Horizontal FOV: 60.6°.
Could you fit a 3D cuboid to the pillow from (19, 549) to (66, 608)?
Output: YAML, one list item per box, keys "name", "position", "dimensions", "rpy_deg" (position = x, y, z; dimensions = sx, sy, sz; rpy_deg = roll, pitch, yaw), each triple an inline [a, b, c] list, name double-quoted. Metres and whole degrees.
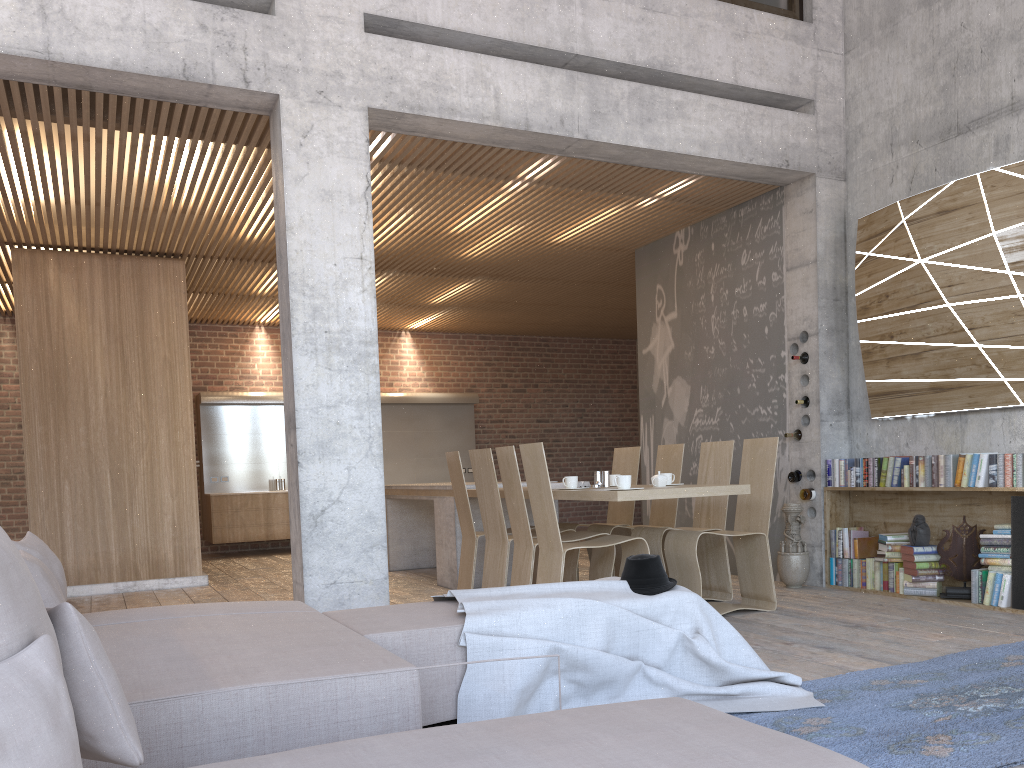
- name: "pillow"
  position: [-1.720, 0.777, 3.200]
  dimensions: [0.186, 0.359, 0.371]
  rpy_deg: [-3, -1, -26]

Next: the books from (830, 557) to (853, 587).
- name: "books"
  position: [2.643, 1.485, 6.965]
  dimensions: [0.204, 0.221, 0.274]
  rpy_deg: [-2, -2, -26]

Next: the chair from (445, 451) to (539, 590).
- name: "chair"
  position: [-0.110, 1.124, 6.953]
  dimensions: [0.720, 1.198, 0.348]
  rpy_deg: [-2, 2, -20]

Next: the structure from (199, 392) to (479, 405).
- name: "structure"
  position: [-2.393, 0.212, 12.775]
  dimensions: [4.070, 0.157, 0.209]
  rpy_deg: [1, -3, -25]

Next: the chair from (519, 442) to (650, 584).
- name: "chair"
  position: [0.466, 0.963, 5.546]
  dimensions: [0.720, 1.198, 0.348]
  rpy_deg: [-2, 2, -22]

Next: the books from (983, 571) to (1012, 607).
- name: "books"
  position: [3.231, 1.339, 5.747]
  dimensions: [0.189, 0.229, 0.200]
  rpy_deg: [-2, -1, -26]

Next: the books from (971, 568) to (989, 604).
- name: "books"
  position: [3.178, 1.355, 5.894]
  dimensions: [0.204, 0.221, 0.074]
  rpy_deg: [-2, 2, -25]

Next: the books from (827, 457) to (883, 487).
- name: "books"
  position: [2.686, 0.686, 6.793]
  dimensions: [0.214, 0.220, 0.492]
  rpy_deg: [-2, -4, -26]

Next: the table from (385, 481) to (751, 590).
- name: "table"
  position: [-0.027, 1.338, 7.758]
  dimensions: [1.009, 0.921, 5.212]
  rpy_deg: [-1, -5, -26]

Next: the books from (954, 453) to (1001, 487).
- name: "books"
  position: [3.113, 0.574, 5.848]
  dimensions: [0.189, 0.229, 0.250]
  rpy_deg: [-2, -2, -26]

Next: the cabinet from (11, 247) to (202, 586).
- name: "cabinet"
  position: [-4.590, 0.519, 10.008]
  dimensions: [1.513, 3.132, 3.768]
  rpy_deg: [-3, -2, -26]

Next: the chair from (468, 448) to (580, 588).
- name: "chair"
  position: [0.102, 1.071, 6.494]
  dimensions: [0.720, 1.198, 0.348]
  rpy_deg: [-2, 2, -28]

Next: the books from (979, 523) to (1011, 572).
- name: "books"
  position: [3.238, 1.074, 5.762]
  dimensions: [0.218, 0.324, 0.252]
  rpy_deg: [-2, 0, -23]

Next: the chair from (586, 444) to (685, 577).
- name: "chair"
  position: [0.976, 1.079, 6.909]
  dimensions: [0.720, 1.198, 0.348]
  rpy_deg: [-2, 2, -25]

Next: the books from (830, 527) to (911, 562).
- name: "books"
  position: [2.777, 1.234, 6.712]
  dimensions: [0.300, 0.262, 0.719]
  rpy_deg: [-1, -5, -21]

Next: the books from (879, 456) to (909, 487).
- name: "books"
  position: [2.850, 0.647, 6.477]
  dimensions: [0.189, 0.229, 0.200]
  rpy_deg: [-2, -1, -26]

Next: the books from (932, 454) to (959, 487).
- name: "books"
  position: [3.019, 0.597, 6.044]
  dimensions: [0.189, 0.221, 0.156]
  rpy_deg: [-2, 0, -26]

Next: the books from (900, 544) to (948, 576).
- name: "books"
  position: [2.935, 1.257, 6.255]
  dimensions: [0.246, 0.211, 0.189]
  rpy_deg: [-2, -1, -4]

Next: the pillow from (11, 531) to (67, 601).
- name: "pillow"
  position: [-1.909, 0.782, 3.544]
  dimensions: [0.187, 0.367, 0.363]
  rpy_deg: [-3, -1, -21]

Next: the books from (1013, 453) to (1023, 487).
- name: "books"
  position: [3.293, 0.538, 5.473]
  dimensions: [0.170, 0.221, 0.277]
  rpy_deg: [-2, -2, -24]

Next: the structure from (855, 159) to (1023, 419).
- name: "structure"
  position: [3.402, -0.672, 5.184]
  dimensions: [0.358, 1.533, 3.428]
  rpy_deg: [-3, -3, -26]

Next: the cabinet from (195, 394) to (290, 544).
- name: "cabinet"
  position: [-2.354, 1.153, 12.813]
  dimensions: [4.107, 2.080, 1.076]
  rpy_deg: [0, 0, -25]

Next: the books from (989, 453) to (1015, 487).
- name: "books"
  position: [3.198, 0.560, 5.668]
  dimensions: [0.154, 0.221, 0.156]
  rpy_deg: [-2, 0, -26]

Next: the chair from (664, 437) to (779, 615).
- name: "chair"
  position: [1.441, 0.973, 6.010]
  dimensions: [0.720, 1.198, 0.348]
  rpy_deg: [-2, 2, -25]

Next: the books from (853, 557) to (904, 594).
- name: "books"
  position: [2.834, 1.435, 6.631]
  dimensions: [0.241, 0.238, 0.496]
  rpy_deg: [-1, -4, -26]

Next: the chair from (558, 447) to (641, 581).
- name: "chair"
  position: [0.703, 1.132, 7.340]
  dimensions: [0.720, 1.198, 0.348]
  rpy_deg: [-2, 2, -31]

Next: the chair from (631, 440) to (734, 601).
- name: "chair"
  position: [1.267, 1.027, 6.487]
  dimensions: [0.720, 1.198, 0.348]
  rpy_deg: [-2, 2, -30]

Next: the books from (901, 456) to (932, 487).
- name: "books"
  position: [2.948, 0.621, 6.251]
  dimensions: [0.209, 0.221, 0.279]
  rpy_deg: [-2, -2, -27]

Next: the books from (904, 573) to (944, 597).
- name: "books"
  position: [2.943, 1.434, 6.276]
  dimensions: [0.262, 0.151, 0.248]
  rpy_deg: [-3, -4, 20]

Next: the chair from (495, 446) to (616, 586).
- name: "chair"
  position: [0.305, 1.017, 6.030]
  dimensions: [0.720, 1.198, 0.348]
  rpy_deg: [-2, 2, -20]

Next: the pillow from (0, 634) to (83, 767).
- name: "pillow"
  position: [-0.751, 0.583, 1.283]
  dimensions: [0.151, 0.377, 0.369]
  rpy_deg: [-2, -1, 7]

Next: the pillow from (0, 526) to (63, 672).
- name: "pillow"
  position: [-0.911, 0.485, 1.529]
  dimensions: [0.221, 0.558, 0.565]
  rpy_deg: [-3, -1, -24]

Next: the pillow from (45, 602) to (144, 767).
- name: "pillow"
  position: [-0.924, 0.616, 1.812]
  dimensions: [0.377, 0.373, 0.168]
  rpy_deg: [-3, 0, 38]
